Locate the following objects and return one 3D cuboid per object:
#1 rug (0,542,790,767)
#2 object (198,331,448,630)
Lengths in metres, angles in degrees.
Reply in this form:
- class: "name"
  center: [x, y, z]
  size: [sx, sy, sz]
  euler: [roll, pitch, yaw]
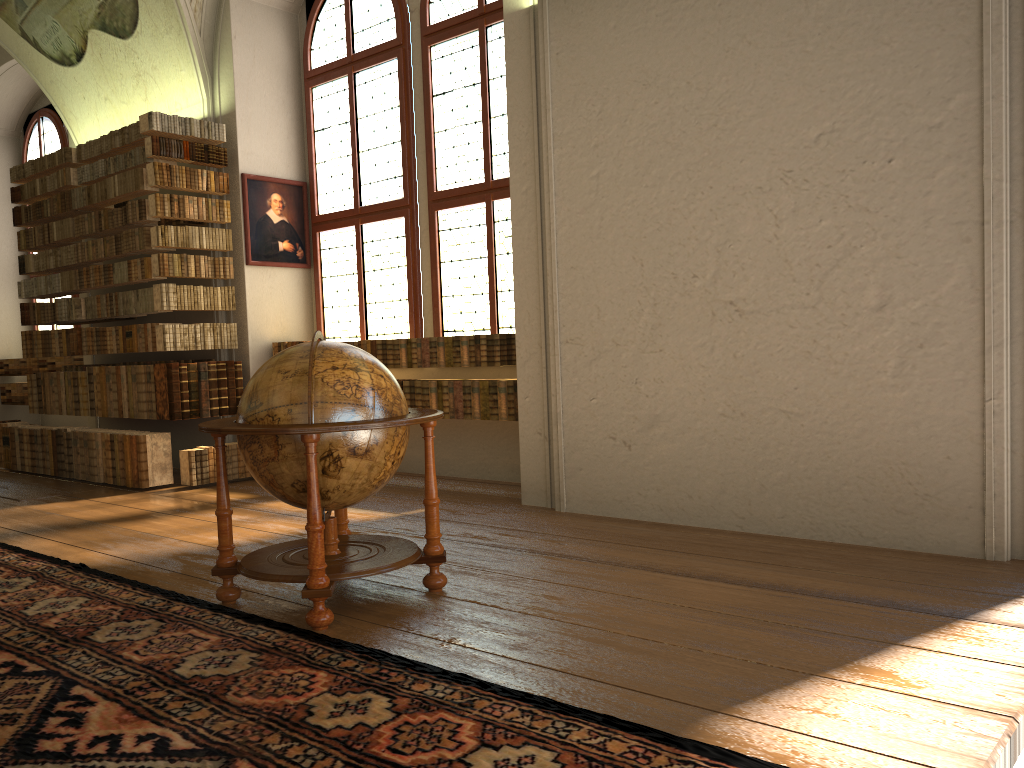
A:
- class: "rug"
  center: [-10.535, 1.294, 9.223]
  size: [36.901, 0.064, 4.699]
  euler: [0, 3, 40]
- class: "object"
  center: [-0.999, 0.438, 4.778]
  size: [1.278, 1.450, 1.278]
  euler: [-3, 3, -12]
